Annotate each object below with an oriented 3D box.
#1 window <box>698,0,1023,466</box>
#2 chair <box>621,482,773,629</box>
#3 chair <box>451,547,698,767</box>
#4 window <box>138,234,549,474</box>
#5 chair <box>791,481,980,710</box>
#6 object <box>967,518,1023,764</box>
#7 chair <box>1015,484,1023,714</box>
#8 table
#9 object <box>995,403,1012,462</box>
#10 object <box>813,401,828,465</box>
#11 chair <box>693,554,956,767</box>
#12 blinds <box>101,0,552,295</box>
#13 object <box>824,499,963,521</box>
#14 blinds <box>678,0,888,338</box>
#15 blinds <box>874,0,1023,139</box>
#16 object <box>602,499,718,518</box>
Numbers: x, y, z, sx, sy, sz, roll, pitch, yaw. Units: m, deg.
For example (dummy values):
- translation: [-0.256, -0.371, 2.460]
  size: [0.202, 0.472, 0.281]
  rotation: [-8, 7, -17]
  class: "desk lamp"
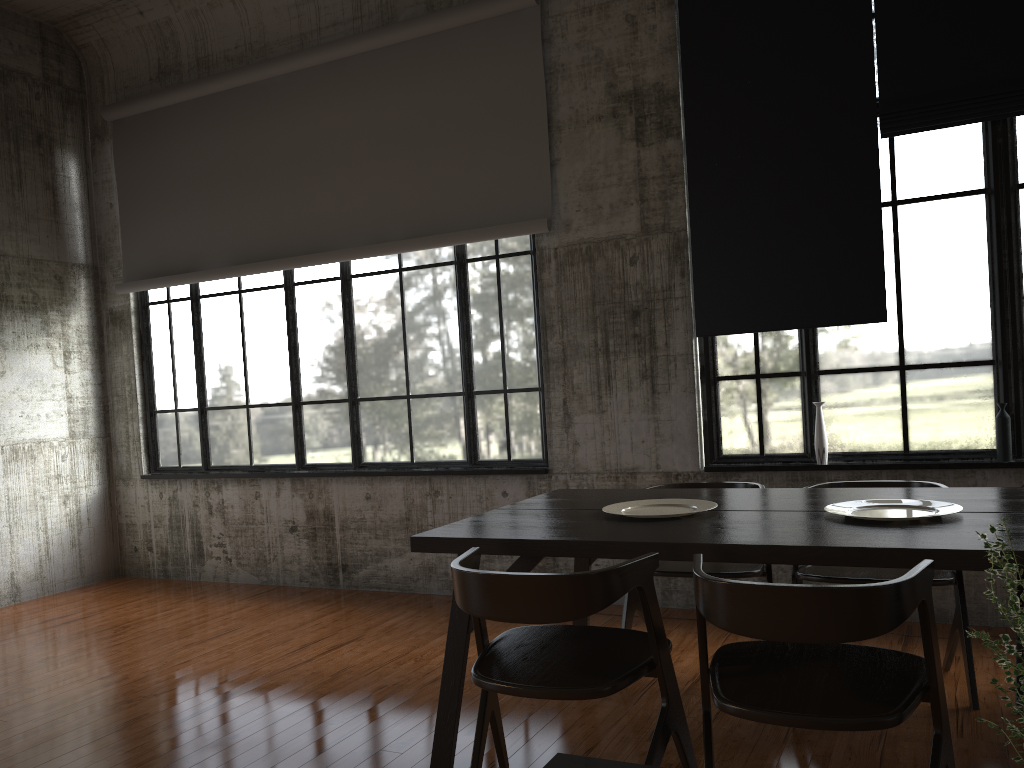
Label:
- translation: [2.945, -1.211, 5.299]
  size: [3.814, 3.438, 0.050]
  rotation: [-3, 1, 26]
  class: "window"
- translation: [1.066, 1.085, 4.942]
  size: [0.879, 0.994, 0.768]
  rotation: [-3, 1, 26]
  class: "chair"
- translation: [0.187, 1.128, 3.337]
  size: [0.879, 0.994, 0.768]
  rotation: [-3, 1, 27]
  class: "chair"
- translation: [-1.686, -0.919, 7.597]
  size: [4.307, 3.438, 0.050]
  rotation: [-3, 1, 26]
  class: "window"
- translation: [1.873, 1.034, 4.542]
  size: [0.879, 0.994, 0.768]
  rotation: [-3, 1, 27]
  class: "chair"
- translation: [0.345, 0.188, 0.447]
  size: [0.211, 0.283, 0.221]
  rotation: [-3, 1, 34]
  class: "object"
- translation: [2.787, 0.977, 4.097]
  size: [0.879, 0.994, 0.768]
  rotation: [-3, 1, 26]
  class: "chair"
- translation: [1.601, 1.038, 3.732]
  size: [3.705, 1.007, 1.637]
  rotation: [-4, 0, 26]
  class: "table"
- translation: [2.933, 0.291, 5.290]
  size: [0.080, 0.352, 0.080]
  rotation: [-4, 2, -33]
  class: "object"
- translation: [2.004, 0.319, 5.754]
  size: [0.082, 0.411, 0.082]
  rotation: [-4, 1, -13]
  class: "object"
- translation: [0.993, 1.077, 2.937]
  size: [0.879, 0.994, 0.768]
  rotation: [-3, 1, 26]
  class: "chair"
- translation: [-1.772, -1.859, 7.377]
  size: [4.469, 1.777, 0.136]
  rotation: [-3, 1, 26]
  class: "blinds"
- translation: [1.567, 0.523, 3.658]
  size: [0.527, 0.024, 0.526]
  rotation: [-4, 0, 36]
  class: "object"
- translation: [1.732, -1.618, 5.789]
  size: [1.216, 2.536, 0.034]
  rotation: [-3, 2, 26]
  class: "blinds"
- translation: [2.805, -2.255, 5.201]
  size: [1.255, 1.399, 0.051]
  rotation: [-3, 1, 26]
  class: "blinds"
- translation: [0.682, 0.579, 4.097]
  size: [0.527, 0.024, 0.526]
  rotation: [-4, 0, 36]
  class: "object"
